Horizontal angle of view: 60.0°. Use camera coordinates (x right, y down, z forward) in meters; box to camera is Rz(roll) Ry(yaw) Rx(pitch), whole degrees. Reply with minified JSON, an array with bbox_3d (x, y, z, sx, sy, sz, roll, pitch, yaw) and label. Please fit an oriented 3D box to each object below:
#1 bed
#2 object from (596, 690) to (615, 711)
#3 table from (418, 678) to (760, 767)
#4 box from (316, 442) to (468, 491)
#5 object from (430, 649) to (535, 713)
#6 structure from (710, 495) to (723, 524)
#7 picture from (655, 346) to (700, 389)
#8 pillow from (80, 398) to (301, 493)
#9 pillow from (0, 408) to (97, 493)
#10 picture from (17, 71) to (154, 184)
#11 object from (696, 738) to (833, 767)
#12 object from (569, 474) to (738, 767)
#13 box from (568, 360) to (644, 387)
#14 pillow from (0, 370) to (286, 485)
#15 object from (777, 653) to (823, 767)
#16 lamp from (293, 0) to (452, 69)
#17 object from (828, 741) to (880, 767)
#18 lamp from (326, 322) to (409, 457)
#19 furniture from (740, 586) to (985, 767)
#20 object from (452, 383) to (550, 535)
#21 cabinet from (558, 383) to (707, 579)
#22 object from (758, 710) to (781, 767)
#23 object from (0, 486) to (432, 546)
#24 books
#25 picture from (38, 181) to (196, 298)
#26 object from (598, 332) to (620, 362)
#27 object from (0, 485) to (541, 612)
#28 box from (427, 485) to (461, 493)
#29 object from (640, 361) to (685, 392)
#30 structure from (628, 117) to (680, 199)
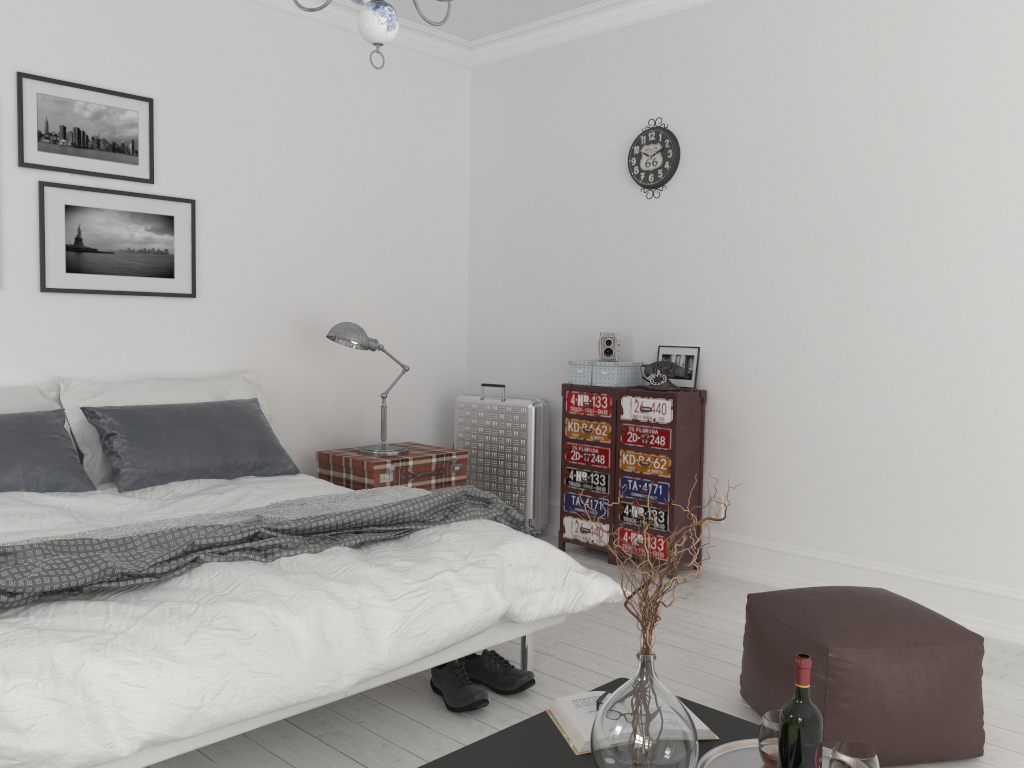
[{"bbox_3d":[-1.214,0.554,3.140,2.473,0.926,2.217,5,5,44],"label":"bed"},{"bbox_3d":[0.277,0.747,2.064,0.141,0.030,0.135,3,4,29],"label":"object"},{"bbox_3d":[0.300,0.970,1.796,0.824,0.313,0.833,4,5,44],"label":"table"},{"bbox_3d":[-0.641,0.460,4.831,0.537,0.185,0.647,4,5,44],"label":"box"},{"bbox_3d":[-0.117,0.982,2.979,0.300,0.127,0.322,4,5,44],"label":"object"},{"bbox_3d":[1.047,0.643,4.547,0.070,0.140,0.009,4,5,44],"label":"structure"},{"bbox_3d":[0.867,-0.090,4.668,0.254,0.218,0.037,4,5,44],"label":"picture"},{"bbox_3d":[-1.414,0.259,3.951,0.405,0.339,0.842,4,5,44],"label":"pillow"},{"bbox_3d":[-2.043,0.288,3.317,0.405,0.329,0.837,4,5,44],"label":"pillow"},{"bbox_3d":[-1.927,-1.152,4.040,0.015,0.403,0.592,4,5,44],"label":"picture"},{"bbox_3d":[0.457,0.834,1.797,0.622,0.063,0.395,1,4,3],"label":"object"},{"bbox_3d":[0.258,0.484,1.707,0.313,0.666,0.291,1,4,7],"label":"object"},{"bbox_3d":[0.510,-0.059,4.830,0.332,0.131,0.242,4,5,44],"label":"box"},{"bbox_3d":[-1.872,0.209,3.788,0.465,0.529,1.965,4,5,43],"label":"pillow"},{"bbox_3d":[0.556,0.671,1.707,0.081,0.303,0.081,-1,4,-29],"label":"object"},{"bbox_3d":[-0.343,-1.386,2.292,0.528,1.123,0.594,4,5,44],"label":"lamp"},{"bbox_3d":[0.672,0.770,1.742,0.095,0.106,0.095,-2,4,-35],"label":"object"},{"bbox_3d":[-0.743,0.025,4.676,0.269,0.699,0.488,4,5,44],"label":"lamp"},{"bbox_3d":[1.076,0.868,2.777,0.646,0.423,0.646,0,4,-12],"label":"furniture"},{"bbox_3d":[-0.086,0.445,5.367,0.647,0.902,0.208,3,4,34],"label":"object"},{"bbox_3d":[0.624,0.481,4.734,0.762,0.942,0.281,4,5,44],"label":"cabinet"},{"bbox_3d":[0.572,0.759,1.882,0.095,0.106,0.095,-2,4,-35],"label":"object"},{"bbox_3d":[-1.027,0.685,2.950,2.236,0.500,0.521,-2,5,-43],"label":"object"},{"bbox_3d":[0.275,0.777,2.070,0.342,0.040,0.231,0,4,-14],"label":"books"},{"bbox_3d":[-1.835,-0.662,4.174,0.015,0.486,0.720,4,5,44],"label":"picture"},{"bbox_3d":[0.527,-0.201,4.812,0.121,0.157,0.117,1,4,3],"label":"object"},{"bbox_3d":[-0.745,0.601,2.700,2.154,0.377,0.536,-2,5,-43],"label":"object"},{"bbox_3d":[-0.681,0.645,4.799,0.537,0.185,0.647,4,5,44],"label":"box"},{"bbox_3d":[0.773,-0.043,4.580,0.181,0.155,0.216,0,4,-16],"label":"object"},{"bbox_3d":[0.748,-1.206,4.731,0.330,0.427,0.043,4,5,44],"label":"structure"}]
